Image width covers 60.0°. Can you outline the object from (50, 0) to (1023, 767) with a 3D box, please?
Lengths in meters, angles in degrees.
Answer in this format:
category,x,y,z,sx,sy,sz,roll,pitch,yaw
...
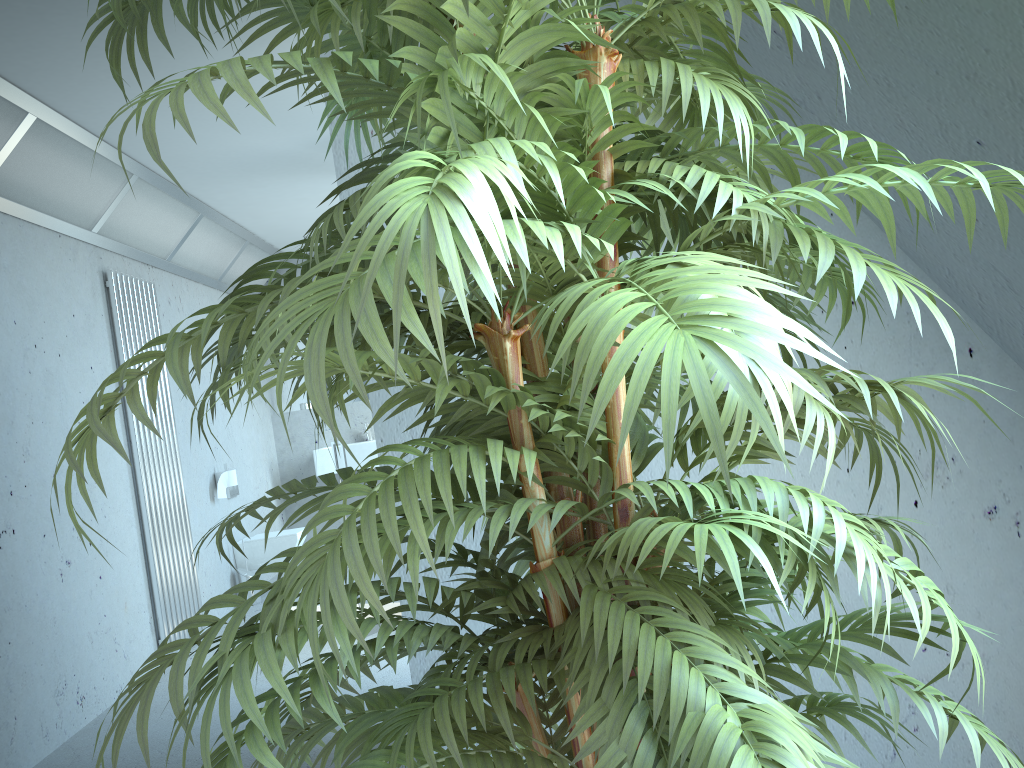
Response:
category,x,y,z,sx,sy,sz,roll,pitch,yaw
object,0.080,0.095,0.999,1.020,2.034,0.980,-8,-1,-42
